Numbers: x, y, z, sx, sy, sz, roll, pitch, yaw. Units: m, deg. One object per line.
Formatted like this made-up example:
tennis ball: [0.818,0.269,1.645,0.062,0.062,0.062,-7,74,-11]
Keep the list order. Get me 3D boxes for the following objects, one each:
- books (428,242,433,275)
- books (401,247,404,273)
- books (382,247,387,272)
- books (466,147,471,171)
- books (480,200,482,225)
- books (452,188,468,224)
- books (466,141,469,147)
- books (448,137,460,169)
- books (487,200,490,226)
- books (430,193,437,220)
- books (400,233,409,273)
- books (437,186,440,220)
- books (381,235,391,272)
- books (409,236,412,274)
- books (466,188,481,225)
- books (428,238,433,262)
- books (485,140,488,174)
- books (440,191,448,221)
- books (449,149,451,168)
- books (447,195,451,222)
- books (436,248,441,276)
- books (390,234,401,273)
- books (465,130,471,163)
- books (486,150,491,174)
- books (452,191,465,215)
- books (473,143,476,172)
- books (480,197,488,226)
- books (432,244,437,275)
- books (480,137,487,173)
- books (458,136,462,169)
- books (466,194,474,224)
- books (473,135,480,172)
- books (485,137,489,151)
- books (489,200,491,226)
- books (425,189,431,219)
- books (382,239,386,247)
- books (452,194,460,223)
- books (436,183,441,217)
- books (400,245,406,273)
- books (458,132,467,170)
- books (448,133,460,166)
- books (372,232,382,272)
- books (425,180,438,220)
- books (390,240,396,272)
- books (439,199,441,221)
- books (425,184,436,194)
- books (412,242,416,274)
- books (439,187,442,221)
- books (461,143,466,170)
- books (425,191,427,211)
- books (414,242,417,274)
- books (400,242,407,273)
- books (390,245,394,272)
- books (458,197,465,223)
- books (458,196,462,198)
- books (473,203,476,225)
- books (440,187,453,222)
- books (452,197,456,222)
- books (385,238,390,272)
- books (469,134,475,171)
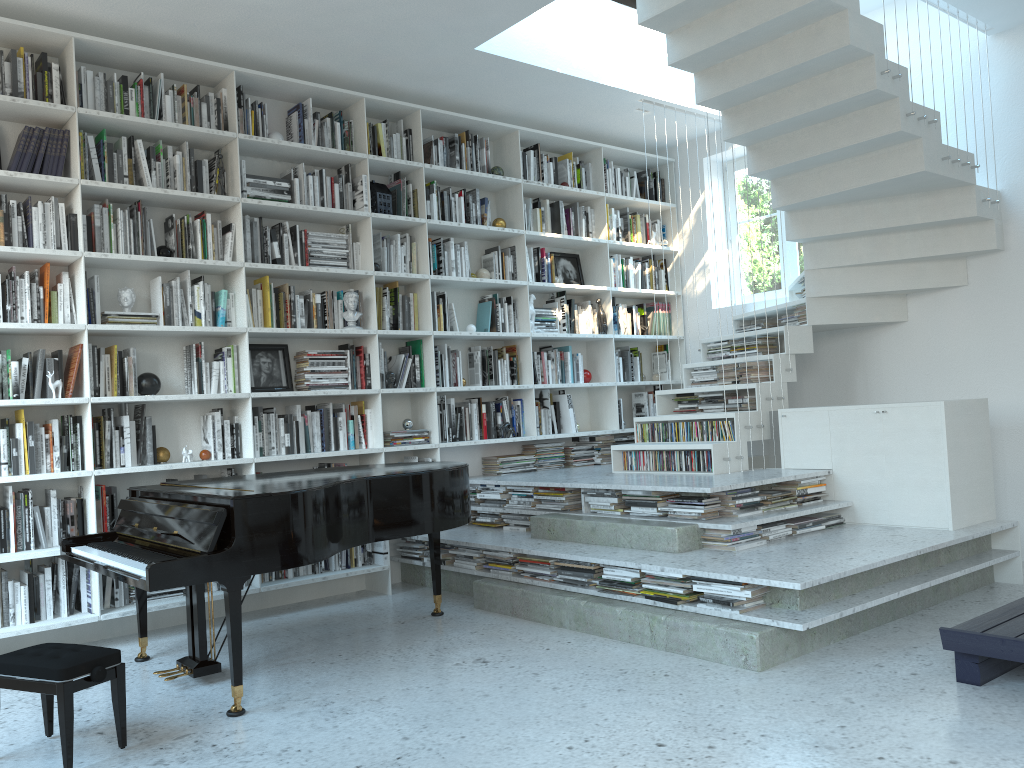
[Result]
books: [-0.594,-0.825,6.009,0.014,0.247,0.176,-2,-2,-39]
books: [-0.770,-0.794,5.861,0.027,0.196,0.185,-2,-2,-39]
books: [-0.868,-0.786,5.778,0.028,0.185,0.181,-2,-2,-39]
books: [-0.354,-1.542,6.239,0.018,0.201,0.188,-2,-2,-39]
books: [-0.275,-1.183,6.300,0.030,0.213,0.157,-2,-2,-39]
books: [-0.368,-1.216,6.242,0.012,0.285,0.159,-2,-2,-39]
books: [-0.355,-1.567,6.259,0.008,0.251,0.170,-2,-2,-39]
books: [-0.433,-1.569,6.176,0.028,0.258,0.185,-2,-2,-39]
books: [-0.223,-1.186,6.339,0.048,0.216,0.182,-2,-2,-39]
books: [-0.573,-1.173,6.038,0.026,0.208,0.181,-2,-2,-39]
books: [-0.734,-0.843,5.906,0.028,0.293,0.154,-2,-2,-39]
books: [-0.548,-1.203,6.073,0.010,0.268,0.166,-2,-2,-39]
books: [-0.841,-0.831,5.824,0.019,0.275,0.146,-2,-2,-39]
books: [-0.720,-0.835,5.914,0.025,0.277,0.173,-2,-2,-39]
books: [-0.291,-1.219,6.271,0.029,0.285,0.183,-2,-2,-39]
books: [-0.586,-0.842,6.054,0.014,0.284,0.135,-2,-2,-39]
books: [-0.236,-1.584,6.345,0.008,0.278,0.180,-2,-2,-39]
books: [-0.498,-1.191,6.110,0.027,0.241,0.160,-2,-2,-39]
books: [-0.480,-1.532,6.188,0.031,0.190,0.132,-2,-2,-39]
books: [-0.479,-1.182,6.154,0.028,0.223,0.142,-2,-2,-39]
books: [-0.548,-0.810,6.060,0.026,0.216,0.161,-2,-2,-39]
books: [-0.790,-0.833,5.829,0.028,0.275,0.187,-2,-2,-39]
books: [-0.351,-1.606,6.264,0.007,0.329,0.183,-2,-2,-39]
books: [-0.215,-1.550,6.366,0.014,0.209,0.188,-2,-2,-39]
books: [-0.384,-1.206,6.212,0.012,0.264,0.156,-2,-2,-39]
books: [-0.308,-1.568,6.304,0.024,0.252,0.150,-2,-2,-39]
books: [-0.236,-1.196,6.317,0.054,0.235,0.171,-2,-2,-39]
books: [-0.562,-0.820,6.046,0.013,0.236,0.157,-2,-2,-39]
books: [-0.249,-1.593,6.344,0.013,0.297,0.188,-2,-2,-39]
books: [-0.403,-1.582,6.240,0.007,0.285,0.159,-2,-2,-39]
books: [-0.339,-1.194,6.241,0.030,0.238,0.186,-2,-2,-39]
books: [-0.292,-1.597,6.308,0.008,0.307,0.183,-2,-2,-39]
books: [-0.210,-1.599,6.375,0.006,0.306,0.163,-2,-2,-39]
books: [-0.206,-1.192,6.376,0.026,0.229,0.140,-2,-2,-39]
books: [-0.606,-1.189,6.036,0.026,0.243,0.148,-2,-2,-39]
books: [-0.868,-0.814,5.806,0.024,0.242,0.159,-2,-2,-39]
books: [-0.420,-1.191,6.180,0.023,0.236,0.149,-2,-2,-39]
books: [-0.538,-1.217,6.101,0.021,0.296,0.138,-2,-2,-39]
books: [-0.754,-0.802,5.875,0.029,0.211,0.158,-2,-2,-39]
books: [-0.376,-1.597,6.245,0.006,0.312,0.179,-2,-2,-39]
books: [-0.428,-1.585,6.210,0.024,0.292,0.167,-2,-2,-39]
books: [-0.894,-0.834,5.788,0.018,0.285,0.159,-2,-2,-39]
books: [-0.559,-1.222,6.067,0.014,0.306,0.152,-2,-2,-39]
books: [-0.816,-0.812,5.835,0.023,0.236,0.178,-2,-2,-39]
books: [-0.544,-1.187,6.087,0.012,0.235,0.165,-2,-2,-39]
books: [-0.571,-1.210,6.063,0.011,0.283,0.173,-2,-2,-39]
books: [-0.696,-0.813,5.912,0.028,0.229,0.177,-2,-2,-39]
books: [-0.529,-1.207,6.117,0.012,0.276,0.133,-2,-2,-39]
books: [-0.380,-1.556,6.232,0.018,0.231,0.160,-2,-2,-39]
books: [-0.624,-1.186,6.028,0.012,0.239,0.138,-2,-2,-39]
books: [-0.691,-0.817,5.935,0.026,0.238,0.173,-2,-2,-39]
books: [-0.745,-0.813,5.893,0.024,0.234,0.149,-2,-2,-39]
books: [-0.830,-0.797,5.829,0.023,0.207,0.171,-2,-2,-39]
books: [-0.394,-1.178,6.182,0.021,0.209,0.181,-2,-2,-39]
books: [-0.390,-1.184,6.203,0.011,0.222,0.159,-2,-2,-39]
books: [-0.318,-1.166,6.262,0.027,0.181,0.176,-2,-2,-39]
books: [-0.463,-1.213,6.164,0.013,0.284,0.154,-2,-2,-39]
books: [-0.446,-1.179,6.174,0.025,0.216,0.144,-2,-2,-39]
books: [-0.851,-0.818,5.813,0.028,0.250,0.164,-2,-2,-39]
books: [-0.331,-1.592,6.258,0.015,0.299,0.183,-2,-2,-39]
